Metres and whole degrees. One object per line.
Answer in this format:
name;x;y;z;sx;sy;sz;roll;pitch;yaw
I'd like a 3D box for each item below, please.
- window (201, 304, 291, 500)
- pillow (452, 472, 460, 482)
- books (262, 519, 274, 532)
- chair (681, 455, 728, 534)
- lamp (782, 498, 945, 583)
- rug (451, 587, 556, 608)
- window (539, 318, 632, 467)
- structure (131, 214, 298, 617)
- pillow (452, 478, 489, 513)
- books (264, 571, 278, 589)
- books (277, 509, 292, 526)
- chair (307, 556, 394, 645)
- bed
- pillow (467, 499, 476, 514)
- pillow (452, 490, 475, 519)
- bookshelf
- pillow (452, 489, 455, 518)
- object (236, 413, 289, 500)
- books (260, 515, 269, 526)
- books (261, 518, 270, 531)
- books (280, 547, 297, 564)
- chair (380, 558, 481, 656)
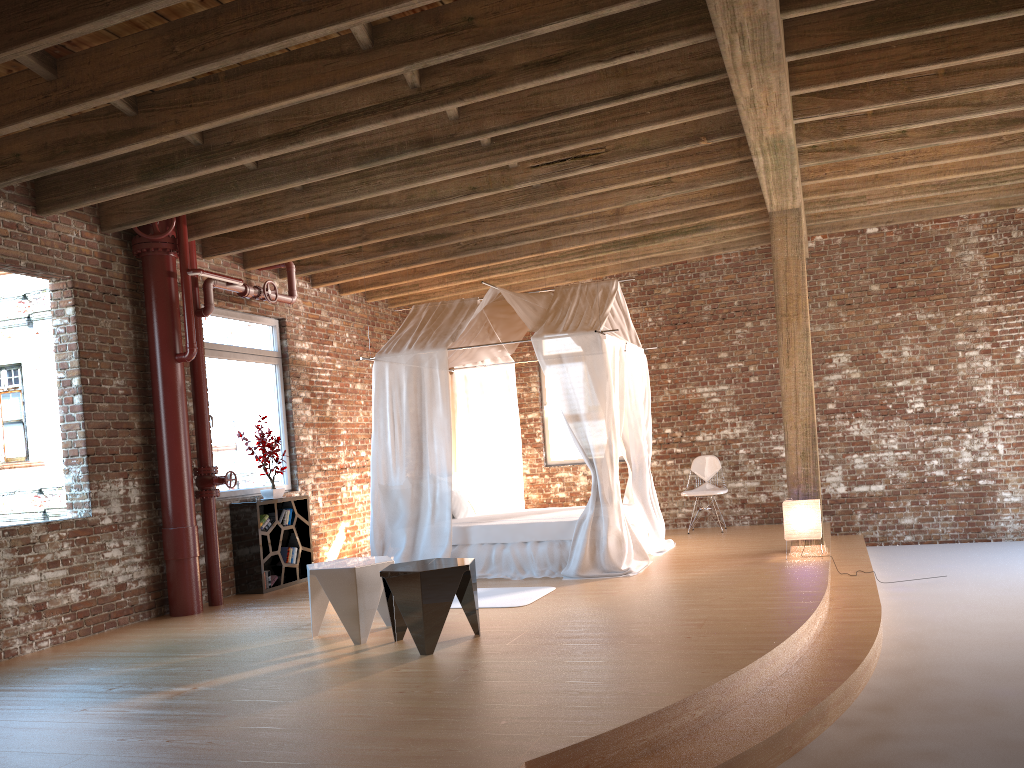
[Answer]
window;-2.613;0.192;8.605;0.167;1.851;1.347;-4;-1;20
pillow;-0.681;1.210;9.682;0.207;0.499;0.633;-4;-2;19
books;-2.329;1.326;8.259;0.133;0.114;0.157;-5;-3;19
chair;2.306;1.305;10.520;0.536;0.898;0.574;-4;-1;19
lamp;3.098;1.362;7.735;1.387;0.782;0.358;-5;0;10
rug;-0.435;1.697;7.013;1.430;0.007;0.863;-6;-4;19
window;0.982;0.125;11.393;1.312;1.851;0.171;-5;1;18
structure;-2.486;0.186;7.866;0.576;3.468;2.000;-4;0;19
pillow;-0.494;1.237;9.625;0.292;0.433;0.630;-5;-2;20
books;-2.300;1.825;8.247;0.133;0.160;0.250;-5;-3;19
books;-2.238;1.292;8.519;0.133;0.166;0.244;-5;-3;19
chair;-1.051;1.421;5.818;0.542;0.490;0.609;-4;-2;-17
bed;0.008;-0.134;8.788;2.663;3.887;2.500;-5;-1;19
pillow;-0.503;1.258;9.171;0.162;0.234;0.289;-5;-2;18
pillow;-0.555;1.221;8.931;0.213;0.291;0.389;-5;-2;28
bookshelf;-2.298;1.532;8.512;0.292;0.846;0.857;-4;-2;19
pillow;-0.693;1.175;9.059;0.349;0.403;0.612;-5;-3;17
object;-2.368;0.688;8.433;0.397;0.841;0.414;-4;0;14
books;-2.357;1.275;8.191;0.133;0.109;0.154;-5;-3;19
books;-2.349;1.311;8.204;0.133;0.109;0.154;-5;-3;19
books;-2.192;1.671;8.576;0.133;0.181;0.203;-5;-2;19
chair;-0.492;1.347;5.393;0.627;0.490;0.526;-3;-2;-28
